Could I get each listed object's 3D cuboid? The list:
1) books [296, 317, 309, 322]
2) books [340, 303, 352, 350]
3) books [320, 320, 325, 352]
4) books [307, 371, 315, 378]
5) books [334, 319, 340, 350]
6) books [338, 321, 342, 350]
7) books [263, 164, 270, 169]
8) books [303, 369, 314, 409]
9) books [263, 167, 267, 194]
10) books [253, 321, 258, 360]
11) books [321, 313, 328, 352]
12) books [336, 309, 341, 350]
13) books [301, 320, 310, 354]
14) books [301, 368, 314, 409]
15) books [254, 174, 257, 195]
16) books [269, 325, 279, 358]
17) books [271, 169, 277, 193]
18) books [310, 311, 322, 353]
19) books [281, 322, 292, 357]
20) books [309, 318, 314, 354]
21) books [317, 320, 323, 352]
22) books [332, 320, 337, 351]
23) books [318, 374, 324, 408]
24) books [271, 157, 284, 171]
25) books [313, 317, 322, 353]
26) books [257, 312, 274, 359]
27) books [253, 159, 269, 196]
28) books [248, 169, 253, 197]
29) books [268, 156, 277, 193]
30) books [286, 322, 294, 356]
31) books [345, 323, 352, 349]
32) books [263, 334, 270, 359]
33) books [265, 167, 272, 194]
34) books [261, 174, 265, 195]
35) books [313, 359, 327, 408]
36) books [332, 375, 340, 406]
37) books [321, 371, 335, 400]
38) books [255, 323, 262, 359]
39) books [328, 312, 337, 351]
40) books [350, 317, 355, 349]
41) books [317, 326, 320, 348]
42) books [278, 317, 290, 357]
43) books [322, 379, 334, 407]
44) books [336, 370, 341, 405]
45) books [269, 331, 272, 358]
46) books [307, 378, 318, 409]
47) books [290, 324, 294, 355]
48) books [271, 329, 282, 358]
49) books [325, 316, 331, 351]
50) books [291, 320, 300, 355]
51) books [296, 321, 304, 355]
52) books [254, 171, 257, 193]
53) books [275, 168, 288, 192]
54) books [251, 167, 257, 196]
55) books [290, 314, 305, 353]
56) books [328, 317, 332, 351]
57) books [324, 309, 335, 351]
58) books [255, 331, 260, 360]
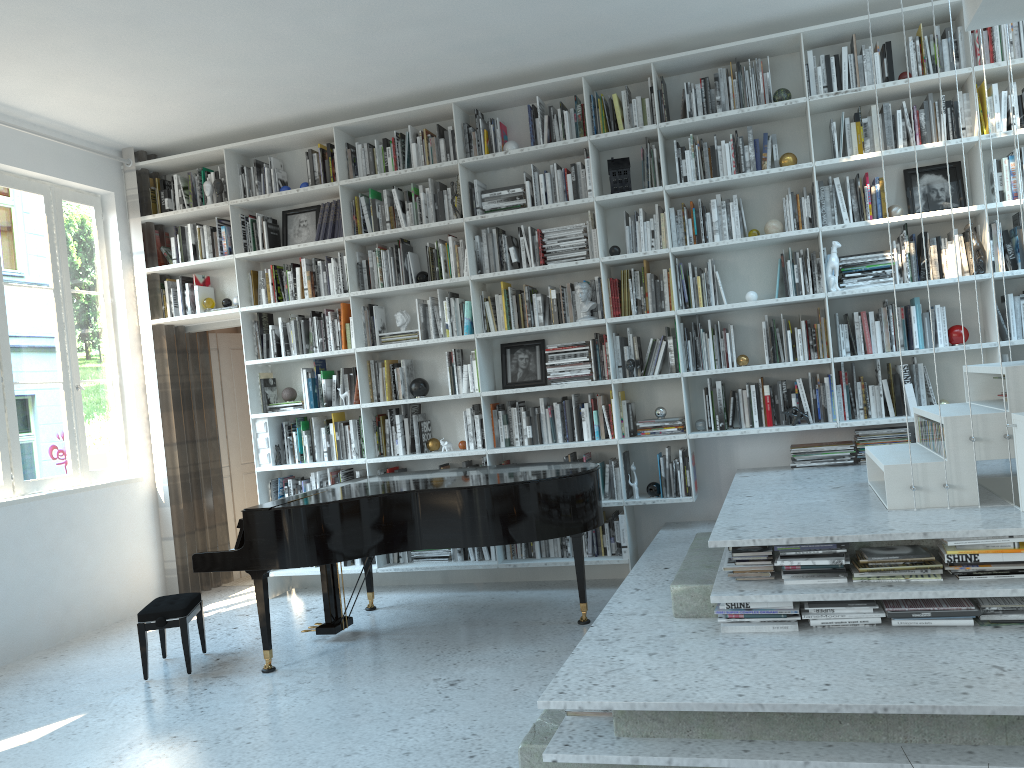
[{"bbox_3d":[-1.447,-0.328,6.177,0.011,0.271,0.157,-5,0,17],"label":"books"},{"bbox_3d":[-1.123,-0.388,6.071,0.035,0.325,0.170,-5,0,17],"label":"books"},{"bbox_3d":[-1.270,-0.324,6.123,0.013,0.228,0.151,-5,0,17],"label":"books"},{"bbox_3d":[-1.365,0.041,6.165,0.031,0.255,0.143,-5,0,17],"label":"books"},{"bbox_3d":[-1.168,-0.331,6.097,0.021,0.221,0.148,-5,0,17],"label":"books"},{"bbox_3d":[-1.140,-0.325,6.078,0.013,0.203,0.161,-5,0,17],"label":"books"},{"bbox_3d":[-1.688,-1.403,6.210,0.013,0.253,0.129,-5,0,17],"label":"books"},{"bbox_3d":[-1.394,0.035,6.166,0.024,0.273,0.150,-5,0,17],"label":"books"},{"bbox_3d":[-1.677,-1.387,6.197,0.013,0.219,0.181,-5,0,17],"label":"books"},{"bbox_3d":[-1.768,-0.303,6.280,0.012,0.285,0.159,-5,0,17],"label":"books"},{"bbox_3d":[-1.261,-0.347,6.115,0.012,0.272,0.145,-5,0,17],"label":"books"},{"bbox_3d":[-1.153,-0.368,6.096,0.015,0.293,0.143,-5,0,17],"label":"books"},{"bbox_3d":[-1.400,-0.319,6.154,0.023,0.242,0.184,-5,0,17],"label":"books"},{"bbox_3d":[-1.412,0.030,6.172,0.012,0.285,0.159,-5,0,17],"label":"books"},{"bbox_3d":[-1.756,-1.366,6.238,0.014,0.192,0.146,-5,0,17],"label":"books"},{"bbox_3d":[-1.636,-0.292,6.219,0.022,0.235,0.177,-5,0,17],"label":"books"},{"bbox_3d":[-1.620,-1.384,6.188,0.014,0.202,0.170,-5,0,17],"label":"books"},{"bbox_3d":[-1.340,-0.353,6.135,0.013,0.300,0.151,-5,0,17],"label":"books"},{"bbox_3d":[-1.551,-0.305,6.196,0.011,0.246,0.176,-5,0,17],"label":"books"},{"bbox_3d":[-1.362,-0.329,6.161,0.048,0.256,0.141,-5,0,17],"label":"books"},{"bbox_3d":[-1.286,-0.323,6.116,0.013,0.229,0.177,-5,0,17],"label":"books"},{"bbox_3d":[-1.185,-0.327,6.098,0.012,0.217,0.160,-5,0,17],"label":"books"},{"bbox_3d":[-1.293,0.046,6.154,0.030,0.231,0.147,-5,0,17],"label":"books"},{"bbox_3d":[-1.633,-1.429,6.209,0.015,0.293,0.130,-5,0,17],"label":"books"},{"bbox_3d":[-1.319,-0.334,6.140,0.021,0.256,0.156,-5,0,17],"label":"books"},{"bbox_3d":[-1.720,-0.333,6.234,0.012,0.334,0.184,-5,0,17],"label":"books"},{"bbox_3d":[-1.734,-1.412,6.198,0.015,0.279,0.190,-5,0,17],"label":"books"},{"bbox_3d":[-1.790,-1.379,6.233,0.013,0.225,0.176,-5,0,17],"label":"books"},{"bbox_3d":[-1.647,-1.431,6.201,0.007,0.301,0.145,-5,0,17],"label":"books"},{"bbox_3d":[-1.515,-0.307,6.210,0.049,0.243,0.139,-5,0,17],"label":"books"},{"bbox_3d":[-1.084,-0.320,6.065,0.030,0.183,0.151,-5,0,17],"label":"books"},{"bbox_3d":[-1.687,-0.260,6.234,0.037,0.182,0.189,-5,0,17],"label":"books"},{"bbox_3d":[-1.662,-1.386,6.186,0.021,0.214,0.173,-5,0,17],"label":"books"},{"bbox_3d":[-1.705,-1.366,6.210,0.026,0.182,0.161,-5,0,17],"label":"books"},{"bbox_3d":[-1.320,-0.004,6.154,0.011,0.336,0.153,-5,0,17],"label":"books"},{"bbox_3d":[-1.193,0.044,6.119,0.056,0.214,0.142,-5,0,17],"label":"books"},{"bbox_3d":[-1.261,0.033,6.118,0.011,0.250,0.172,-5,0,17],"label":"books"},{"bbox_3d":[-1.734,-0.297,6.243,0.027,0.266,0.176,-5,0,17],"label":"books"},{"bbox_3d":[-1.204,-0.354,6.088,0.015,0.275,0.157,-5,0,17],"label":"books"},{"bbox_3d":[-1.057,-0.343,6.057,0.031,0.223,0.144,-5,0,17],"label":"books"},{"bbox_3d":[-1.297,-0.310,6.134,0.021,0.205,0.130,-5,0,17],"label":"books"},{"bbox_3d":[-1.566,-0.321,6.209,0.023,0.281,0.174,-5,0,17],"label":"books"},{"bbox_3d":[-1.242,0.061,6.100,0.029,0.190,0.188,-5,0,17],"label":"books"},{"bbox_3d":[-1.161,0.027,6.109,0.013,0.242,0.141,-5,0,17],"label":"books"},{"bbox_3d":[-1.660,-0.276,6.244,0.042,0.209,0.143,-5,0,17],"label":"books"},{"bbox_3d":[-1.342,0.062,6.128,0.029,0.208,0.189,-5,0,17],"label":"books"},{"bbox_3d":[-1.490,-0.303,6.183,0.014,0.230,0.148,-5,0,17],"label":"books"},{"bbox_3d":[-1.613,-0.278,6.202,0.028,0.204,0.188,-5,0,17],"label":"books"},{"bbox_3d":[-1.236,-0.339,6.119,0.011,0.252,0.139,-5,0,17],"label":"books"},{"bbox_3d":[-1.466,-0.315,6.165,0.021,0.247,0.188,-5,0,17],"label":"books"},{"bbox_3d":[-1.433,-0.313,6.156,0.024,0.237,0.166,-5,0,17],"label":"books"},{"bbox_3d":[-1.750,-1.401,6.221,0.016,0.261,0.154,-5,0,17],"label":"books"},{"bbox_3d":[-1.605,-1.390,6.194,0.013,0.210,0.136,-5,0,17],"label":"books"},{"bbox_3d":[-1.775,-1.389,6.233,0.016,0.243,0.156,-5,0,17],"label":"books"},{"bbox_3d":[-1.481,-0.336,6.177,0.011,0.293,0.183,-5,0,17],"label":"books"},{"bbox_3d":[-1.215,-0.337,6.122,0.028,0.242,0.131,-5,0,17],"label":"books"},{"bbox_3d":[-1.248,-0.365,6.126,0.011,0.304,0.129,-5,0,17],"label":"books"},{"bbox_3d":[-1.749,-0.267,6.266,0.026,0.209,0.155,-5,0,17],"label":"books"}]
